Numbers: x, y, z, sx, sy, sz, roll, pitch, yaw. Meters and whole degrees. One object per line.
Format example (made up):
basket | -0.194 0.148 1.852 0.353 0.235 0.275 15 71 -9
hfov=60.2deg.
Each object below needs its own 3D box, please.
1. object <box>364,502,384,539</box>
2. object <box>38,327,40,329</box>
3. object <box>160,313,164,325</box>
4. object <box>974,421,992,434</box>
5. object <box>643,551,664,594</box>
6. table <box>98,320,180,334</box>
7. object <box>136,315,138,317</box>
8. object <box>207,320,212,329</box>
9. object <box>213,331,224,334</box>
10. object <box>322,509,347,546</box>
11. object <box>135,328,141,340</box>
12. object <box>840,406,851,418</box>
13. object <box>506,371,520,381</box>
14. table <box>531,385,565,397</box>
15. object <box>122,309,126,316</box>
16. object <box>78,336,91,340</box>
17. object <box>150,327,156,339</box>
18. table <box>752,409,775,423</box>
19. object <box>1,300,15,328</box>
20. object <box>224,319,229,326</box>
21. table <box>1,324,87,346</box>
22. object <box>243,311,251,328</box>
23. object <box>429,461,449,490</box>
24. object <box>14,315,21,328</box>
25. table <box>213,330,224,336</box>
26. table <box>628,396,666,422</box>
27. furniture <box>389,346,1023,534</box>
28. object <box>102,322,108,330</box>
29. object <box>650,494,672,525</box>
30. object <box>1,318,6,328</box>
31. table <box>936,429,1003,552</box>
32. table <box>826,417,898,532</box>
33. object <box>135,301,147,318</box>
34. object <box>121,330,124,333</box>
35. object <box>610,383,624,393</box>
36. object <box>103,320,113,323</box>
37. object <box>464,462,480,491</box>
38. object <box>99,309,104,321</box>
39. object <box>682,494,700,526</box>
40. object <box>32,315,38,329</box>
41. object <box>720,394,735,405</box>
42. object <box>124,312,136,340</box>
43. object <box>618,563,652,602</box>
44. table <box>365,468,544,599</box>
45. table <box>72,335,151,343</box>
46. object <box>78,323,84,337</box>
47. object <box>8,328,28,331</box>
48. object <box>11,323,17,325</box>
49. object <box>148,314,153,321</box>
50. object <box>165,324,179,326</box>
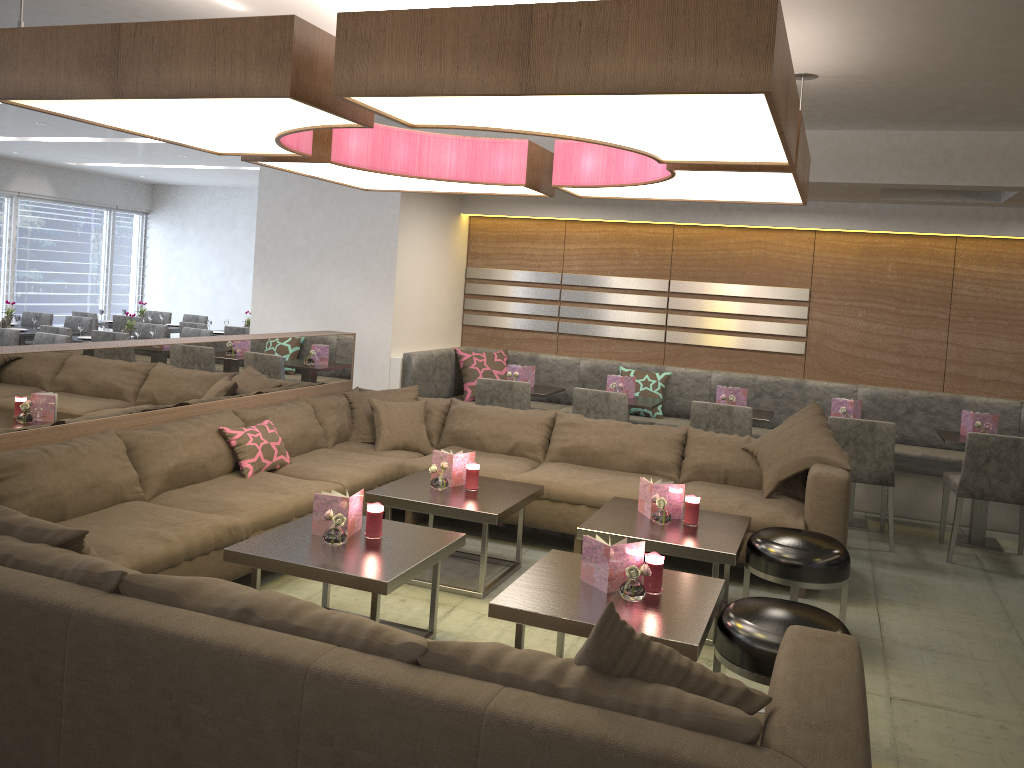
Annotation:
object | -0.529 0.524 3.402 0.075 0.128 0.076 4 3 -7
object | -4.644 -0.553 8.871 0.217 0.015 0.218 4 6 -2
object | -4.184 -0.776 10.560 0.053 0.139 0.053 3 3 -22
object | 2.899 0.290 5.432 0.093 0.125 0.106 1 5 -38
object | 0.481 0.640 3.000 0.075 0.128 0.076 3 3 -17
table | -4.396 -0.393 10.476 1.191 0.632 0.779 6 5 20
object | -4.444 -0.763 10.463 0.070 0.099 0.204 3 6 -10
object | -3.410 -0.654 9.963 0.053 0.139 0.053 3 3 -22
object | -3.288 -0.572 9.858 0.217 0.015 0.218 4 6 0
object | -0.658 0.530 3.279 0.095 0.129 0.101 4 4 3
object | -3.432 -0.443 8.106 0.053 0.139 0.053 3 3 -22
object | 2.163 0.207 5.711 0.096 0.125 0.105 5 4 20
object | 0.014 -0.032 6.499 0.107 0.125 0.095 2 4 -27
table | 0.057 0.352 6.570 0.507 0.652 0.507 5 4 20
object | -4.724 -0.836 10.759 0.053 0.139 0.053 3 3 -22
object | -3.905 -0.423 8.188 0.217 0.015 0.218 4 6 0
object | -3.393 -0.468 8.347 0.053 0.139 0.053 3 3 -22
table | 1.490 0.512 6.041 0.507 0.652 0.507 5 4 20
object | -4.993 -0.696 8.773 0.155 0.275 0.104 5 3 18
object | -3.308 -0.678 10.237 0.053 0.139 0.053 3 3 -22
table | -5.013 -0.245 8.806 1.191 0.632 0.779 6 5 20
object | -2.956 -0.686 9.919 0.155 0.275 0.104 5 3 18
object | -0.350 0.439 4.251 0.102 0.131 0.092 3 4 -15
object | -4.839 -0.603 8.650 0.053 0.139 0.053 3 3 -22
table | -2.976 -0.235 9.952 1.191 0.632 0.779 6 5 20
table | 0.774 0.432 6.306 0.507 0.652 0.507 5 4 20
furniture | 1.424 0.551 4.779 5.660 0.850 4.270 6 7 20
object | -3.933 -0.528 8.546 0.053 0.139 0.053 3 3 -22
object | 0.663 0.551 3.897 0.095 0.129 0.107 3 4 -20
object | -5.061 -0.615 8.794 0.070 0.099 0.204 3 6 -10
table | 2.924 0.671 5.512 0.507 0.652 0.507 5 4 20
table | 2.207 0.592 5.777 0.507 0.652 0.507 5 4 20
object | -4.376 -0.845 10.442 0.155 0.275 0.104 5 3 18
object | -3.641 -0.457 8.270 0.070 0.099 0.204 3 6 -10
object | 0.733 0.048 6.242 0.110 0.125 0.092 1 5 -37
object | -4.708 -0.730 10.381 0.217 0.015 0.218 4 6 -2
object | -0.192 0.447 4.283 0.075 0.128 0.076 4 3 -7
object | -4.881 -0.818 10.504 0.053 0.139 0.053 3 3 -22
object | 0.796 0.558 3.911 0.075 0.128 0.076 3 3 -17
object | -4.801 -0.628 8.891 0.053 0.139 0.053 3 3 -22
object | 1.456 0.129 5.968 0.094 0.125 0.102 3 4 -16
object | -3.573 -0.538 8.249 0.155 0.275 0.104 5 3 18
object | 0.435 0.646 2.943 0.193 0.125 0.095 0 5 -38
table | -0.271 0.712 4.284 0.659 0.410 0.659 6 6 20
table | -3.593 -0.087 8.282 1.191 0.632 0.779 6 5 20
object | -4.034 -0.504 8.273 0.053 0.139 0.053 3 3 -22
object | -4.778 -0.521 8.510 0.217 0.015 0.218 4 6 -2
object | -5.192 -0.614 9.073 0.217 0.015 0.218 4 6 -2
object | -4.223 -0.751 10.318 0.053 0.139 0.053 3 3 -22
object | -4.027 -0.701 10.541 0.216 0.015 0.218 2 7 -17
